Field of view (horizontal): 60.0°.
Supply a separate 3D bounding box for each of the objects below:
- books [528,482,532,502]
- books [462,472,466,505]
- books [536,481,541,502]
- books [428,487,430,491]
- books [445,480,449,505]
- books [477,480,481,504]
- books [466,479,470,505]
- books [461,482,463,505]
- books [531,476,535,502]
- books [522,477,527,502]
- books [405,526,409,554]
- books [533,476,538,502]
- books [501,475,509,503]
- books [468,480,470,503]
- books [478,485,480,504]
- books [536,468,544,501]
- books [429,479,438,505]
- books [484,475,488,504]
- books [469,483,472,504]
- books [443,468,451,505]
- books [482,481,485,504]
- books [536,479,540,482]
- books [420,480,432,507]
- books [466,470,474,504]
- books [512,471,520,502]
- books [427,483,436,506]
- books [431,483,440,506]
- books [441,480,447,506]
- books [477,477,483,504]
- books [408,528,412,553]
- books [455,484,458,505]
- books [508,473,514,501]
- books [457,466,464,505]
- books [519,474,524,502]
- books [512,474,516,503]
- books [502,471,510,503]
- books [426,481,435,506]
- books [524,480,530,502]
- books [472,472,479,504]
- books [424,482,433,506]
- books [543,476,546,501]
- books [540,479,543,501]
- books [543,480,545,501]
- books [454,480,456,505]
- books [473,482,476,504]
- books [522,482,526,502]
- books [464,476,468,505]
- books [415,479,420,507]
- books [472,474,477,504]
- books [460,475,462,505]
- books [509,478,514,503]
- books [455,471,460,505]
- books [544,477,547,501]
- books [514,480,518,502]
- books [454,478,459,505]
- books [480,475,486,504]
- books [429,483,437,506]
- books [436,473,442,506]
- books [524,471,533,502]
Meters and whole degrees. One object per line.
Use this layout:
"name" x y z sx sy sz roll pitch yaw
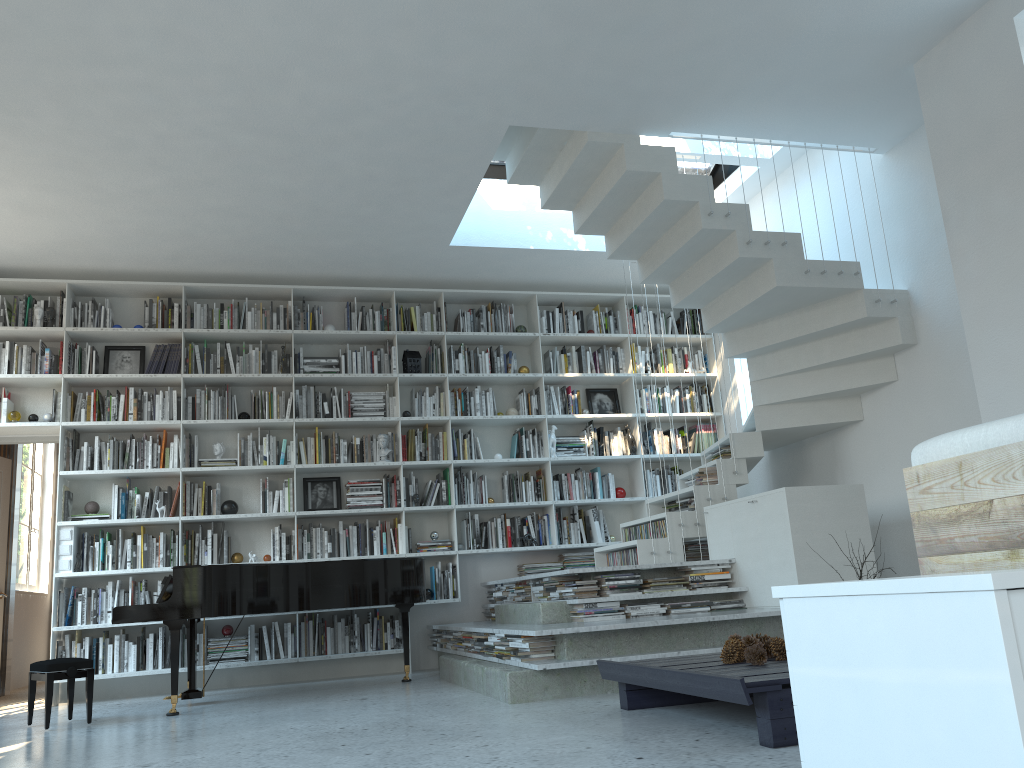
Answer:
"books" 0.133 0.939 7.583 0.019 0.182 0.191 0 -14 -16
"books" -0.412 0.893 7.443 0.005 0.283 0.159 0 -14 -16
"books" 0.211 0.937 7.594 0.016 0.180 0.190 0 -14 -16
"books" -0.720 0.930 7.361 0.088 0.219 0.139 0 -14 -16
"books" -0.559 0.923 7.400 0.021 0.226 0.148 0 -14 -16
"books" -0.288 0.927 7.490 0.008 0.222 0.134 0 -14 -16
"books" -0.387 0.919 7.435 0.011 0.226 0.188 0 -14 -16
"books" -0.434 0.935 7.442 0.013 0.204 0.154 0 -14 -16
"books" 0.154 0.917 7.597 0.018 0.229 0.182 0 -14 -16
"books" 0.086 0.915 7.602 0.030 0.243 0.136 0 -14 -16
"books" -0.873 1.282 7.237 0.027 0.228 0.141 0 -14 -16
"books" 0.184 0.919 7.619 0.021 0.231 0.155 0 -14 -16
"books" -0.060 0.910 7.554 0.019 0.251 0.130 0 -14 -16
"books" -0.379 0.926 7.449 0.013 0.218 0.161 0 -14 -16
"books" -0.296 0.948 7.481 0.013 0.178 0.141 0 -14 -16
"books" 0.243 0.884 7.628 0.007 0.294 0.162 0 -14 -16
"books" -0.672 0.921 7.376 0.094 0.238 0.150 0 -14 -16
"books" -0.236 0.911 7.501 0.013 0.250 0.173 0 -14 -16
"books" -0.364 0.940 7.445 0.013 0.186 0.184 0 -14 -16
"books" -0.545 0.875 7.414 0.014 0.324 0.183 0 -14 -16
"books" -0.259 0.931 7.483 0.014 0.207 0.181 0 -14 -16
"books" 0.218 0.932 7.627 0.016 0.204 0.142 0 -14 -16
"books" -0.724 0.922 7.341 0.095 0.227 0.190 0 -14 -16
"books" -0.355 0.886 7.459 0.014 0.296 0.175 0 -14 -16
"books" 0.038 0.895 7.590 0.007 0.284 0.160 0 -14 -16
"books" -0.686 0.935 7.371 0.090 0.211 0.143 0 -14 -16
"books" -0.654 0.938 7.376 0.091 0.204 0.169 0 -14 -16
"books" -0.580 0.922 7.383 0.029 0.222 0.171 0 -14 -16
"books" -0.275 0.917 7.486 0.015 0.237 0.177 0 -14 -16
"books" -0.845 1.291 7.245 0.030 0.210 0.137 0 -14 -16
"books" -0.481 0.943 7.426 0.015 0.188 0.168 0 -14 -16
"books" -0.014 0.905 7.567 0.015 0.261 0.150 0 -14 -16
"books" -0.432 0.871 7.469 0.007 0.341 0.150 0 -14 -16
"books" 0.058 0.905 7.565 0.018 0.250 0.184 0 -14 -16
"books" -0.002 0.906 7.569 0.008 0.258 0.159 0 -14 -16
"books" -0.048 0.895 7.574 0.016 0.289 0.132 0 -14 -16
"books" -0.698 0.930 7.374 0.095 0.225 0.144 0 -14 -16
"books" 0.115 0.934 7.584 0.015 0.194 0.176 0 -14 -16
"books" -0.310 0.897 7.492 0.006 0.284 0.160 0 -14 -16
"books" -0.707 0.932 7.348 0.089 0.209 0.176 0 -14 -16
"books" 0.261 0.920 7.657 0.007 0.235 0.132 0 -14 -16
"books" 0.234 0.930 7.622 0.013 0.203 0.159 0 -14 -16
"books" 0.250 0.917 7.650 0.019 0.240 0.134 0 -14 -16
"books" -0.493 0.903 7.422 0.010 0.266 0.158 0 -14 -16
"books" -0.336 0.936 7.470 0.013 0.202 0.167 0 -14 -16
"books" 0.079 0.938 7.562 0.018 0.182 0.182 0 -14 -16
"books" -0.402 0.911 7.444 0.013 0.248 0.165 0 -14 -16
"books" -0.795 0.917 7.351 0.035 0.248 0.141 0 -14 -16
"books" -0.324 0.902 7.469 0.012 0.266 0.183 0 -14 -16
"books" -0.444 0.896 7.441 0.006 0.280 0.155 0 -14 -16
"books" -0.023 0.924 7.544 0.016 0.215 0.178 0 -14 -16
"books" -0.457 0.890 7.441 0.018 0.294 0.178 0 -14 -16
"books" 0.271 0.924 7.650 0.009 0.223 0.146 0 -14 -16
"books" 0.014 0.935 7.587 0.031 0.208 0.122 0 -14 -16
"books" -0.472 0.921 7.444 0.011 0.238 0.137 0 -14 -16
"books" -0.249 0.906 7.498 0.014 0.260 0.142 0 -14 -16
"books" -0.669 0.935 7.384 0.090 0.214 0.139 0 -14 -16
"books" -0.608 0.897 7.403 0.013 0.285 0.139 0 -14 -16
"books" 0.140 0.895 7.600 0.006 0.273 0.173 0 -14 -16
